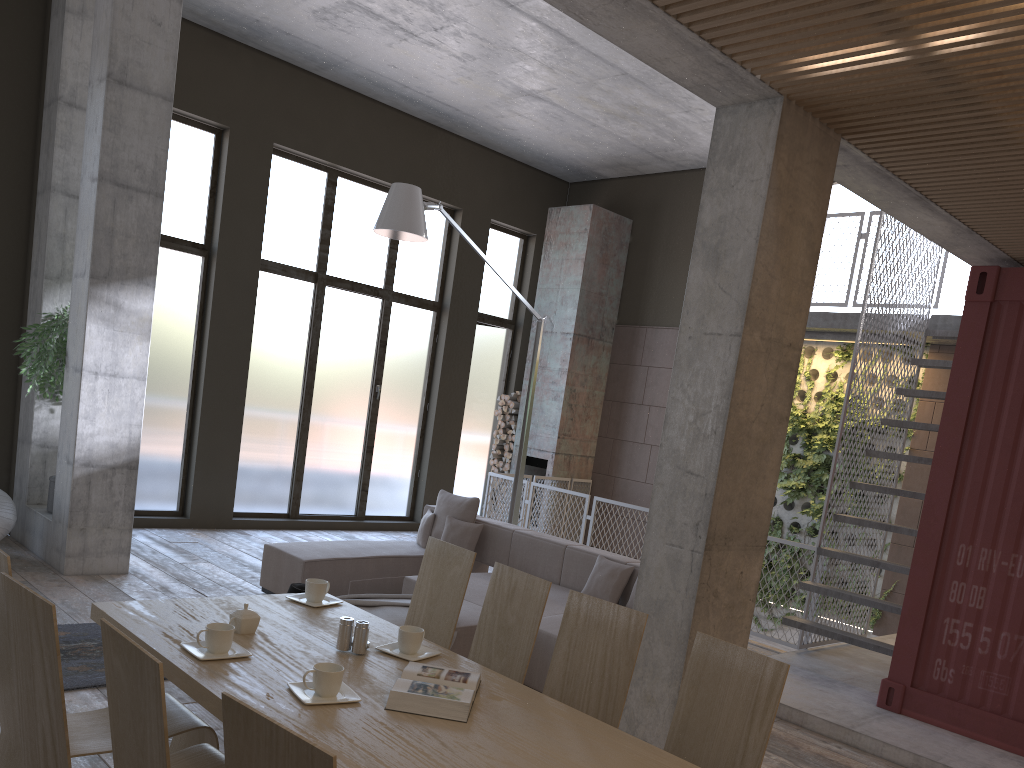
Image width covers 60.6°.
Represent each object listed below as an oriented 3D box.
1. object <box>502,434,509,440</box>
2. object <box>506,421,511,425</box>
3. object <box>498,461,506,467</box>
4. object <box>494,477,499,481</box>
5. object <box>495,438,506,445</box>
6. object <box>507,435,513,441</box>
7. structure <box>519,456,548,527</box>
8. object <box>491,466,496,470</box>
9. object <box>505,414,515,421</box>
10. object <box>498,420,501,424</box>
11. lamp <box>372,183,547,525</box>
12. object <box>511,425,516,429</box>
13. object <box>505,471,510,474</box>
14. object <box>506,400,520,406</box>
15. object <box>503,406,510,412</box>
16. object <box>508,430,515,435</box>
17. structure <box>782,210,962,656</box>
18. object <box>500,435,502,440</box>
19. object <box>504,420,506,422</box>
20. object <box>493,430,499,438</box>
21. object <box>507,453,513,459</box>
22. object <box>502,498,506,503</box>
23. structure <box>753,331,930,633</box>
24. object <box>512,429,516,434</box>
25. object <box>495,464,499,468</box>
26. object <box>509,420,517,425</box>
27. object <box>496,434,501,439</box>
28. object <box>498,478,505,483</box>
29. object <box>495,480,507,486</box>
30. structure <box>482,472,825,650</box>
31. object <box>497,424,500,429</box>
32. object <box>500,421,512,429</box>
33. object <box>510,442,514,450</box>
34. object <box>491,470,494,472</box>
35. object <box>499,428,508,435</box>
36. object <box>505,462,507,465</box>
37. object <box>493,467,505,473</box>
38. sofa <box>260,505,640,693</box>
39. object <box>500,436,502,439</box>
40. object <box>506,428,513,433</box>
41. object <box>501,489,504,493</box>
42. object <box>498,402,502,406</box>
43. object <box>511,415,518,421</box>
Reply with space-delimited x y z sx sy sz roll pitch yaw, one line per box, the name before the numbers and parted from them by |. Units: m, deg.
object | 0.056 0.773 12.449 0.483 0.084 0.092 10 1 -45
object | 0.062 0.565 12.435 0.063 0.075 0.362 12 1 45
object | -0.003 1.154 12.476 0.089 0.090 0.458 11 1 44
object | -0.101 1.351 12.605 0.440 0.094 0.091 10 1 -45
object | -0.042 0.840 12.488 0.483 0.084 0.092 10 1 -45
object | 0.127 0.781 12.403 0.458 0.090 0.089 10 1 -45
structure | 0.298 1.464 12.010 0.056 0.939 0.566 2 8 -44
object | -0.155 1.233 12.622 0.294 0.104 0.099 9 2 -43
object | 0.093 0.498 12.397 0.089 0.090 0.458 11 1 44
object | -0.060 0.577 12.543 0.294 0.104 0.099 9 2 -43
lamp | -0.354 0.274 7.985 0.745 3.468 2.634 13 5 34
object | 0.154 0.630 12.350 0.065 0.086 0.428 12 1 44
object | 0.059 1.286 12.429 0.065 0.086 0.428 12 1 44
object | 0.085 0.290 12.341 0.365 0.085 0.102 10 0 -45
object | 0.072 0.377 12.402 0.483 0.084 0.092 10 1 -45
object | 0.129 0.709 12.410 0.438 0.080 0.113 10 0 -45
structure | 2.975 0.398 8.699 3.052 4.370 3.624 4 5 -44
object | 0.004 0.777 12.505 0.425 0.068 0.066 10 1 -45
object | 0.008 0.518 12.455 0.334 0.057 0.087 10 0 -45
object | -0.117 0.731 12.579 0.366 0.127 0.063 9 3 -45
object | 0.133 1.030 12.363 0.483 0.084 0.092 10 1 -45
object | 0.031 1.655 12.456 0.425 0.073 0.070 10 1 -45
structure | 3.290 1.060 9.964 1.009 3.870 2.583 2 7 -44
object | 0.172 0.688 12.340 0.425 0.073 0.070 10 1 -45
object | -0.087 1.173 12.534 0.334 0.057 0.087 10 0 -45
object | 0.131 0.560 12.359 0.366 0.068 0.120 10 -1 -43
object | -0.051 0.769 12.562 0.425 0.068 0.066 10 1 -45
object | 0.001 1.367 12.461 0.458 0.090 0.089 10 1 -43
object | -0.040 1.429 12.528 0.483 0.084 0.092 10 1 -45
structure | 1.845 1.849 9.939 1.940 0.944 4.363 8 -1 -44
object | -0.115 0.616 12.478 0.253 0.073 0.044 9 3 -45
object | -0.029 0.589 12.447 0.296 0.108 0.097 9 2 -43
object | 0.118 0.893 12.332 0.367 0.110 0.087 9 2 -45
object | -0.210 1.272 12.556 0.253 0.073 0.044 9 3 -45
object | -0.005 0.695 12.527 0.440 0.094 0.091 10 1 -45
object | 0.067 1.153 12.446 0.426 0.072 0.066 10 1 -45
object | -0.124 1.245 12.525 0.296 0.108 0.097 9 2 -43
sofa | -0.712 1.510 6.550 3.033 0.794 2.953 9 -1 -44
object | 0.031 0.775 12.448 0.438 0.080 0.113 10 0 -45
object | 0.069 0.689 12.488 0.365 0.087 0.099 10 1 -45
object | 0.035 1.514 12.476 0.458 0.090 0.089 10 1 -45
object | -0.020 0.298 12.520 0.366 0.069 0.120 10 0 -43
object | 0.163 0.497 12.367 0.426 0.072 0.066 10 1 -45
